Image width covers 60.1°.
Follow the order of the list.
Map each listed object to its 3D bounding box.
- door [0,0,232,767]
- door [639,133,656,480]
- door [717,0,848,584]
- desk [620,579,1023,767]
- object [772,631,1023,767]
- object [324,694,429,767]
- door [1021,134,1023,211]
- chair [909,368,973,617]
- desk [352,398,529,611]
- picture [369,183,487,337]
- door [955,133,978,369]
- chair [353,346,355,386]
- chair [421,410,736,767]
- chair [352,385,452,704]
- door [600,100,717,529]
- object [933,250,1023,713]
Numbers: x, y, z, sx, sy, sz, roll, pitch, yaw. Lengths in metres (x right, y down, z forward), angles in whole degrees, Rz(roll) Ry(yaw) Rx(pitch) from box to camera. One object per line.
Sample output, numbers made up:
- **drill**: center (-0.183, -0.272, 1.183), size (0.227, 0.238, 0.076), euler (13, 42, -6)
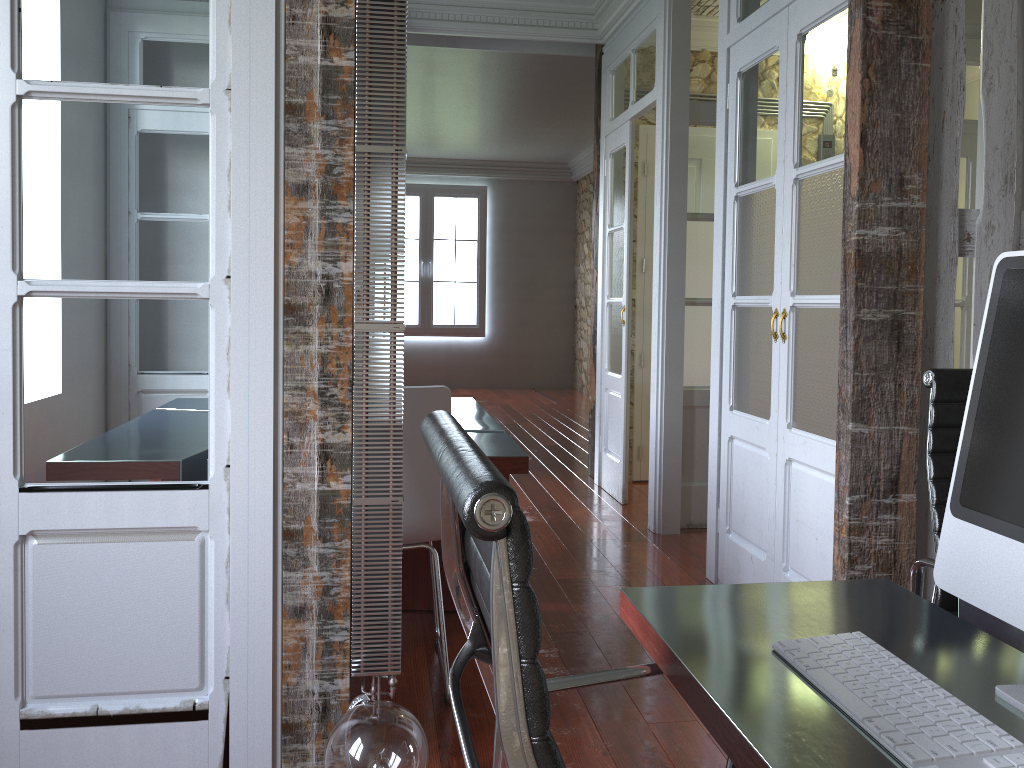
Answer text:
- **door**: center (-1.150, -0.139, 1.930), size (1.160, 2.177, 0.041), euler (0, 2, -9)
- **door**: center (1.256, -0.487, 5.738), size (0.868, 2.214, 0.145), euler (0, 2, -9)
- **door**: center (0.953, -0.217, 3.088), size (0.041, 2.175, 1.060), euler (1, 3, -9)
- **desk**: center (1.488, 0.722, 0.850), size (2.507, 0.726, 1.305), euler (0, 5, -9)
- **object**: center (0.404, 0.332, 0.864), size (0.118, 0.017, 0.440), euler (0, 5, -9)
- **object**: center (-0.291, 0.859, 1.884), size (0.220, 0.382, 0.235), euler (-1, 3, -31)
- **door**: center (2.659, -0.223, 3.966), size (1.076, 2.081, 0.041), euler (0, 2, -9)
- **chair**: center (1.081, 0.504, 1.602), size (0.665, 1.021, 0.701), euler (0, 3, -14)
- **desk**: center (-0.792, 0.475, 3.576), size (1.445, 0.652, 1.718), euler (0, 5, -9)
- **picture**: center (-1.117, -1.610, 11.544), size (1.579, 1.984, 0.127), euler (0, 2, -9)
- **door**: center (2.519, -0.303, 4.808), size (1.076, 2.081, 0.041), euler (0, 2, -9)
- **chair**: center (-0.973, 0.280, 4.276), size (0.475, 0.917, 0.603), euler (0, 3, -9)
- **chair**: center (0.217, 0.556, 0.900), size (0.699, 1.021, 0.667), euler (1, 3, -5)
- **chair**: center (-0.425, 0.436, 2.670), size (0.475, 0.917, 0.603), euler (0, 3, -9)
- **door**: center (0.720, -0.388, 4.921), size (0.482, 2.177, 1.190), euler (-1, 3, -34)
- **object**: center (0.631, 0.102, 0.864), size (0.189, 0.484, 0.485), euler (0, 4, -9)
